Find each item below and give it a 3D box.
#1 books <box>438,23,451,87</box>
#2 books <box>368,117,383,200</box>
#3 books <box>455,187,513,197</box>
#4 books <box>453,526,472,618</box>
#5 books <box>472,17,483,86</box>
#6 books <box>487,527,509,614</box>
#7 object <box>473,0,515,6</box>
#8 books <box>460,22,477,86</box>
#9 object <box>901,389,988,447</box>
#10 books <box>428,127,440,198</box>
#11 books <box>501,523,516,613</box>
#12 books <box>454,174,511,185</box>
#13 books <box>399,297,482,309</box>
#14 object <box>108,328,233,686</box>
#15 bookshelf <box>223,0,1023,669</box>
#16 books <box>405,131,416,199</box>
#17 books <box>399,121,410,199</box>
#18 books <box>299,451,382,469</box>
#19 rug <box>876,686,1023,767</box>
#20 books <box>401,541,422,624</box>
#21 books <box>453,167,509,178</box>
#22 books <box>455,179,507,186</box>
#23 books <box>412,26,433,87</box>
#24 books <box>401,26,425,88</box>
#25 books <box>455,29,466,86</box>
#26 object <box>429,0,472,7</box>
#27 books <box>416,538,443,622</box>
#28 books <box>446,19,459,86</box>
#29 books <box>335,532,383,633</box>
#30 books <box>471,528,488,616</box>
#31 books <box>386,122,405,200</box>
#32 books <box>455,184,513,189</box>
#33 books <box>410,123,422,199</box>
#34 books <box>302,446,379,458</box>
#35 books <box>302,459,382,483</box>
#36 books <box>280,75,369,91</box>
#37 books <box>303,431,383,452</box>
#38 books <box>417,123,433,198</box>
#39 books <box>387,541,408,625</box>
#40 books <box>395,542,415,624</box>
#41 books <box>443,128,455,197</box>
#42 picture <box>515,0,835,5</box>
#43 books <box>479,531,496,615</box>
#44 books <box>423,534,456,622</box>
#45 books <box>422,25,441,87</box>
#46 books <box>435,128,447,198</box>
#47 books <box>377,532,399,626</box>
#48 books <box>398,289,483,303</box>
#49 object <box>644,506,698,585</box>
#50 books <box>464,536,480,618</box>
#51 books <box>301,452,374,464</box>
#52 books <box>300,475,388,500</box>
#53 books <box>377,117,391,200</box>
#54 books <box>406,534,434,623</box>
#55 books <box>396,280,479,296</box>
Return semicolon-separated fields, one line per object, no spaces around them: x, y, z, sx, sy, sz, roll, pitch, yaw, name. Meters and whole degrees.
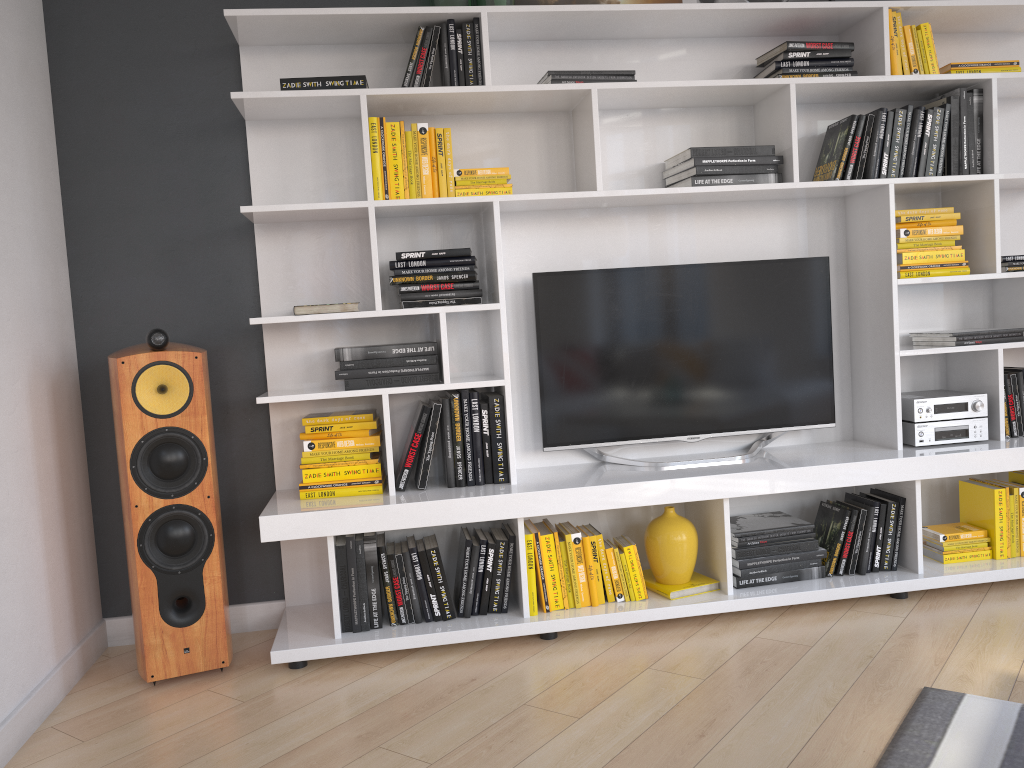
-0.227;-1.069;2.967;0.021;0.221;0.156;-4;4;-8;books
-0.453;-0.728;2.954;0.029;0.270;0.204;-4;4;-8;books
-0.103;-0.636;3.011;0.190;0.033;0.147;-4;4;-8;books
-0.168;0.633;3.008;0.066;0.260;0.197;-4;4;-8;books
-0.122;-1.083;2.976;0.019;0.230;0.174;-4;4;-8;books
-0.058;0.630;3.020;0.084;0.249;0.191;-4;4;-8;books
-0.072;-1.478;3.009;0.157;0.507;0.157;-3;4;5;object
-0.150;-1.074;2.980;0.038;0.218;0.169;-4;4;-8;books
1.553;0.125;3.290;0.285;0.174;0.270;-4;4;-8;object
-0.268;-0.728;2.995;0.023;0.239;0.169;-4;4;-8;books
-0.025;0.623;3.025;0.066;0.260;0.197;-4;4;-8;books
-0.105;-0.688;3.007;0.187;0.014;0.134;-4;4;-8;books
-0.245;-0.272;3.008;0.263;0.026;0.189;-4;4;-10;books
-1.108;0.366;2.878;0.290;1.088;0.434;-5;4;-23;object
0.648;-0.244;3.085;3.000;2.052;0.455;-4;4;-8;bookshelf
-0.342;-0.714;2.966;0.024;0.229;0.156;-4;4;-8;books
-0.364;-0.731;2.984;0.015;0.263;0.199;-4;4;-8;books
-0.582;0.259;3.037;0.263;0.015;0.198;-4;4;-5;books
1.540;0.868;1.007;2.326;0.016;1.662;-1;5;37;rug
-0.336;0.656;2.957;0.050;0.242;0.169;-4;4;-9;books
-0.111;-0.709;3.018;0.186;0.026;0.138;-4;4;-8;books
-0.108;-0.671;2.992;0.169;0.018;0.113;-4;4;-7;books
-0.304;-1.061;2.968;0.087;0.214;0.171;-4;4;-8;books
-0.335;-1.059;2.957;0.096;0.213;0.166;-4;4;-10;books
-0.178;-1.064;2.975;0.021;0.200;0.147;-4;4;-8;books
-0.217;-1.464;2.931;0.157;0.507;0.157;-3;4;5;object
-0.278;0.652;2.969;0.066;0.242;0.177;-4;4;-8;books
-0.204;-1.077;2.975;0.025;0.232;0.176;-4;4;-8;books
-0.507;0.632;2.954;0.128;0.321;0.259;-4;4;-8;books
-0.122;0.633;3.012;0.075;0.254;0.192;-4;4;-9;books
-0.394;-0.727;2.977;0.044;0.255;0.198;-4;4;-8;books
-0.104;-0.659;3.013;0.196;0.011;0.148;-4;4;-8;books
-0.324;-0.729;2.987;0.019;0.251;0.180;-4;4;-8;books
-0.581;0.220;3.032;0.251;0.019;0.180;-4;4;-8;books
-0.575;0.290;3.025;0.255;0.044;0.198;-4;4;-8;books
-0.606;-0.955;2.908;0.268;0.046;0.208;-4;4;-5;books
-0.572;0.193;3.029;0.250;0.035;0.185;-4;4;-5;books
-0.297;-0.731;2.989;0.035;0.250;0.185;-4;4;-8;books
-0.383;0.662;2.965;0.053;0.240;0.189;-4;4;-8;books
-0.359;0.661;2.962;0.049;0.236;0.170;-4;4;-8;books
-0.218;-0.729;3.002;0.024;0.234;0.172;-4;4;-8;books
0.550;-1.627;3.196;1.279;0.707;0.076;-4;4;-8;picture
-0.094;0.637;3.003;0.071;0.243;0.179;-4;4;-9;books
-0.245;0.645;2.977;0.083;0.249;0.191;-4;4;-8;books
-0.274;-1.062;2.959;0.074;0.212;0.154;-4;4;-9;books
-0.244;-0.727;2.995;0.024;0.234;0.172;-4;4;-8;books
-0.417;0.648;2.963;0.053;0.268;0.202;-4;4;-8;books
-0.246;-0.297;3.008;0.270;0.025;0.189;-4;4;-9;books
0.552;0.554;3.076;0.185;0.257;0.185;-6;5;-31;object
-0.142;0.644;2.984;0.069;0.242;0.172;-4;4;-7;books
-0.590;0.243;3.013;0.228;0.024;0.152;-4;4;-4;books
-0.567;0.352;3.016;0.270;0.029;0.204;-4;4;-3;books
-0.428;-0.731;2.967;0.025;0.270;0.213;-4;4;-8;books
-0.309;0.648;2.972;0.066;0.255;0.193;-4;4;-9;books
-0.257;-0.326;3.023;0.266;0.030;0.209;-4;4;-10;books
